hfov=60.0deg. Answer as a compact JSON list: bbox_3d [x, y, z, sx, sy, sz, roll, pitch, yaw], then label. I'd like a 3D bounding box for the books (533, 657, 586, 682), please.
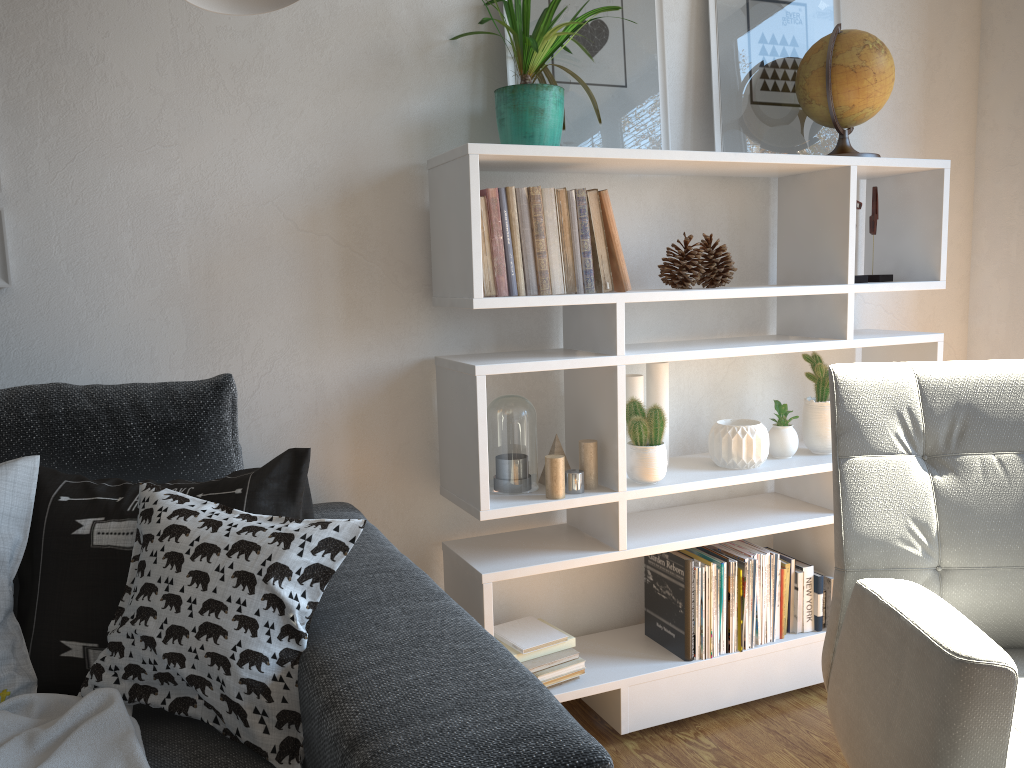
[{"bbox_3d":[0.045,0.578,1.895,0.123,0.015,0.211,-6,8,-33],"label":"books"}]

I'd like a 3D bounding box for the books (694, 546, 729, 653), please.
[{"bbox_3d":[0.440,0.478,2.024,0.008,0.219,0.173,-5,8,-23],"label":"books"}]

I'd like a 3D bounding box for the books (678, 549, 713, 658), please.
[{"bbox_3d":[0.399,0.483,2.000,0.003,0.217,0.173,-5,8,-23],"label":"books"}]

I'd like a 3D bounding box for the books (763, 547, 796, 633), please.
[{"bbox_3d":[0.628,0.485,2.092,0.012,0.180,0.102,-5,8,-23],"label":"books"}]

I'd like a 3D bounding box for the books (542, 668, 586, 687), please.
[{"bbox_3d":[0.046,0.593,1.897,0.123,0.012,0.211,-6,8,-33],"label":"books"}]

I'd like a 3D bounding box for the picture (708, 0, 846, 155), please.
[{"bbox_3d":[0.628,-0.783,2.100,0.390,0.533,0.059,-5,8,-23],"label":"picture"}]

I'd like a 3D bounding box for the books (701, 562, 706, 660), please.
[{"bbox_3d":[0.385,0.486,1.997,0.004,0.214,0.176,-5,8,-23],"label":"books"}]

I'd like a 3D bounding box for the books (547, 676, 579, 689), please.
[{"bbox_3d":[0.035,0.608,1.895,0.145,0.018,0.184,-6,8,-33],"label":"books"}]

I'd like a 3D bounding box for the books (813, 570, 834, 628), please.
[{"bbox_3d":[0.709,0.503,2.138,0.013,0.125,0.182,-5,8,-23],"label":"books"}]

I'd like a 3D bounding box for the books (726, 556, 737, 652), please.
[{"bbox_3d":[0.459,0.482,2.029,0.006,0.209,0.170,-5,8,-23],"label":"books"}]

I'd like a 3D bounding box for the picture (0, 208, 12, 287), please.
[{"bbox_3d":[-1.260,-0.206,1.379,0.836,0.136,0.021,-5,8,-23],"label":"picture"}]

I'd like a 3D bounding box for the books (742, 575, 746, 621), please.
[{"bbox_3d":[0.484,0.498,2.017,0.005,0.180,0.149,-5,8,-23],"label":"books"}]

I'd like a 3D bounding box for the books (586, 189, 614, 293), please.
[{"bbox_3d":[0.153,-0.291,1.825,0.061,0.212,0.127,-5,8,-22],"label":"books"}]

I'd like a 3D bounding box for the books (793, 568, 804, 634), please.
[{"bbox_3d":[0.646,0.500,2.091,0.018,0.147,0.103,-5,8,-23],"label":"books"}]

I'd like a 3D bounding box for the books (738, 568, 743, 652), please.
[{"bbox_3d":[0.477,0.494,2.022,0.005,0.191,0.152,-5,8,-23],"label":"books"}]

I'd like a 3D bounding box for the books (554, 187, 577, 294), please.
[{"bbox_3d":[0.080,-0.285,1.791,0.044,0.209,0.132,-5,8,-23],"label":"books"}]

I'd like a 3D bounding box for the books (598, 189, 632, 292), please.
[{"bbox_3d":[0.184,-0.292,1.834,0.070,0.204,0.132,-5,8,-22],"label":"books"}]

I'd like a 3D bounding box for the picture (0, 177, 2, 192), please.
[{"bbox_3d":[-0.958,-0.447,1.480,0.166,0.248,0.021,-5,8,-23],"label":"picture"}]

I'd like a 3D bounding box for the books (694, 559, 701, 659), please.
[{"bbox_3d":[0.373,0.483,1.999,0.005,0.220,0.176,-5,8,-23],"label":"books"}]

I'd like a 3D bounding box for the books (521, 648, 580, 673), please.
[{"bbox_3d":[0.035,0.565,1.890,0.140,0.012,0.184,-6,8,-33],"label":"books"}]

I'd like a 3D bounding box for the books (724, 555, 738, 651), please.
[{"bbox_3d":[0.463,0.483,2.031,0.004,0.206,0.166,-5,8,-23],"label":"books"}]

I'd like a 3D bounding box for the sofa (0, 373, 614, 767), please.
[{"bbox_3d":[-1.034,0.560,0.329,2.507,0.849,2.160,-5,8,-23],"label":"sofa"}]

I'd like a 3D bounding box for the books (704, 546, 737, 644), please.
[{"bbox_3d":[0.457,0.480,2.024,0.003,0.214,0.177,-5,8,-23],"label":"books"}]

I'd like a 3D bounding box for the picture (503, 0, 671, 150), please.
[{"bbox_3d":[0.160,-0.746,1.902,0.390,0.533,0.059,-5,8,-23],"label":"picture"}]

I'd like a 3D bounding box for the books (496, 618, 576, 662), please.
[{"bbox_3d":[0.022,0.549,1.887,0.183,0.020,0.134,-6,8,-31],"label":"books"}]

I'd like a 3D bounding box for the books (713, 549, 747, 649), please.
[{"bbox_3d":[0.491,0.486,2.012,0.006,0.204,0.123,-5,8,-23],"label":"books"}]

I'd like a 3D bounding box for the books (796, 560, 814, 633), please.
[{"bbox_3d":[0.665,0.494,2.106,0.031,0.157,0.123,-5,8,-23],"label":"books"}]

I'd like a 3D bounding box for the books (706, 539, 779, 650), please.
[{"bbox_3d":[0.524,0.476,2.057,0.092,0.217,0.190,-5,8,-23],"label":"books"}]

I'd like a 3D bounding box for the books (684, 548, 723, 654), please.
[{"bbox_3d":[0.424,0.483,2.006,0.007,0.215,0.170,-5,8,-23],"label":"books"}]

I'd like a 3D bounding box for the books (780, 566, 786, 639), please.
[{"bbox_3d":[0.587,0.491,2.085,0.014,0.170,0.156,-5,8,-23],"label":"books"}]

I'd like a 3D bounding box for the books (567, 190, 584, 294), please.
[{"bbox_3d":[0.100,-0.284,1.802,0.035,0.205,0.131,-5,8,-23],"label":"books"}]

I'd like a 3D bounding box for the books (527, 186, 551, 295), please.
[{"bbox_3d":[0.030,-0.281,1.765,0.044,0.210,0.133,-5,8,-22],"label":"books"}]

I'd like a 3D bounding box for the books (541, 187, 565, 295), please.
[{"bbox_3d":[0.054,-0.283,1.782,0.048,0.209,0.134,-5,8,-23],"label":"books"}]

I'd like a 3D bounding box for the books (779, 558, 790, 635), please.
[{"bbox_3d":[0.599,0.484,2.092,0.014,0.180,0.148,-5,8,-23],"label":"books"}]

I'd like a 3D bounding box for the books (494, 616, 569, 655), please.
[{"bbox_3d":[0.032,0.533,1.889,0.115,0.010,0.141,-6,8,-33],"label":"books"}]

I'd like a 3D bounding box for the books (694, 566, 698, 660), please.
[{"bbox_3d":[0.366,0.489,1.993,0.005,0.209,0.170,-5,8,-23],"label":"books"}]

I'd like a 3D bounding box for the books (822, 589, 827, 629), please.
[{"bbox_3d":[0.711,0.522,2.103,0.013,0.092,0.081,-5,8,-23],"label":"books"}]

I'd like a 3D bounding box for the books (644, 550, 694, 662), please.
[{"bbox_3d":[0.352,0.480,1.986,0.025,0.229,0.168,-5,8,-23],"label":"books"}]

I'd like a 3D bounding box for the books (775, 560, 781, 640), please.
[{"bbox_3d":[0.563,0.481,2.100,0.018,0.186,0.195,-5,8,-23],"label":"books"}]

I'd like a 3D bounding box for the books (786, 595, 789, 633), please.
[{"bbox_3d":[0.609,0.495,2.107,0.014,0.159,0.129,-5,8,-23],"label":"books"}]

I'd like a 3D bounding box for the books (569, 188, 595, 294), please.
[{"bbox_3d":[0.120,-0.288,1.811,0.044,0.208,0.133,-5,8,-22],"label":"books"}]

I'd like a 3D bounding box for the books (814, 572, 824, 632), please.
[{"bbox_3d":[0.689,0.502,2.112,0.016,0.133,0.133,-5,8,-23],"label":"books"}]
